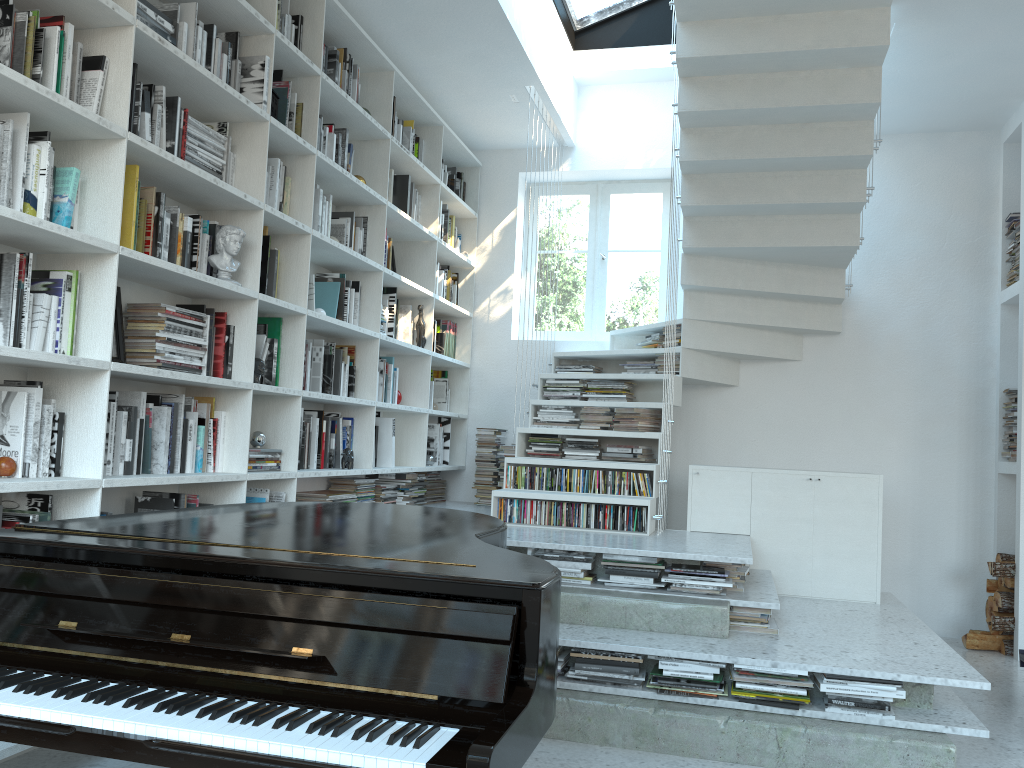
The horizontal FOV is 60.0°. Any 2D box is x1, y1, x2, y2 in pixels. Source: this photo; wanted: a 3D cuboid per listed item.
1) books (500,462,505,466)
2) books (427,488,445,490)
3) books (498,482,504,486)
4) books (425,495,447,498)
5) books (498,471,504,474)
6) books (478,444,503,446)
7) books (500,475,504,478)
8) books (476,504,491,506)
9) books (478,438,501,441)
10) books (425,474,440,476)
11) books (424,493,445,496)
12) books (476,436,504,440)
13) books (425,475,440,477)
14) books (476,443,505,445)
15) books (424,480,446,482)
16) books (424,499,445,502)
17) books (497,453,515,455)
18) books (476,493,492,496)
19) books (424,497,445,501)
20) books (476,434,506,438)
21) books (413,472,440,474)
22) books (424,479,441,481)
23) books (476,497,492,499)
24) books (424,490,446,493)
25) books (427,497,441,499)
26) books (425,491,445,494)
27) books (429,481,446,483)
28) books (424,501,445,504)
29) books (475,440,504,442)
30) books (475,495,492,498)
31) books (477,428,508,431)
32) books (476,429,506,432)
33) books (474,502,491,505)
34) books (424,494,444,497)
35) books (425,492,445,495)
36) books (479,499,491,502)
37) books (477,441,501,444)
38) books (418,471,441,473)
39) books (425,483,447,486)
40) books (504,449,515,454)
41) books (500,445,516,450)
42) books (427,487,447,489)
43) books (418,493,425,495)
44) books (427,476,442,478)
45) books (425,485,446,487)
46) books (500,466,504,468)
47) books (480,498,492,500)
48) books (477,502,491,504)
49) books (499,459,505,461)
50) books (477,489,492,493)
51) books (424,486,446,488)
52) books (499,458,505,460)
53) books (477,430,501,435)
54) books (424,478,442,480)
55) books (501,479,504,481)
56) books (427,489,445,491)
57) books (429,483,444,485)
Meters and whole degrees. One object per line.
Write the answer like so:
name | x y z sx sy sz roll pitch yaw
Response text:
books | 0.025 0.557 6.128 0.178 0.029 0.228 2 -4 10
books | -0.620 0.725 6.171 0.207 0.008 0.328 1 -4 18
books | 0.027 0.692 6.109 0.188 0.027 0.254 2 -4 15
books | -0.619 0.777 6.167 0.205 0.007 0.368 1 -4 20
books | 0.030 0.613 6.123 0.173 0.014 0.290 2 -4 16
books | -0.151 0.424 6.188 0.137 0.006 0.233 2 -4 10
books | 0.033 0.641 6.121 0.170 0.017 0.286 2 -4 14
books | -0.138 0.838 6.198 0.147 0.008 0.290 2 -4 16
books | -0.158 0.388 6.192 0.121 0.011 0.215 2 -4 10
books | -0.618 0.627 6.175 0.161 0.009 0.254 2 -4 14
books | -0.624 0.762 6.170 0.207 0.008 0.328 1 -4 22
books | -0.152 0.376 6.191 0.150 0.014 0.206 2 -4 15
books | -0.621 0.636 6.176 0.159 0.009 0.285 2 -4 15
books | -0.149 0.417 6.187 0.160 0.008 0.193 2 -4 15
books | -0.612 0.672 6.173 0.207 0.008 0.328 1 -4 19
books | -0.618 0.801 6.164 0.207 0.008 0.328 1 -4 19
books | 0.029 0.487 6.132 0.177 0.012 0.278 1 -4 18
books | -0.145 0.768 6.205 0.159 0.015 0.254 2 -4 12
books | -0.623 0.794 6.167 0.207 0.008 0.328 1 -4 18
books | -0.147 0.362 6.191 0.155 0.014 0.235 2 -4 16
books | -0.620 0.618 6.177 0.159 0.009 0.285 2 -4 15
books | -0.615 0.663 6.172 0.161 0.009 0.254 1 -4 18
books | -0.134 0.793 6.200 0.189 0.006 0.249 2 -4 10
books | -0.618 0.740 6.169 0.205 0.007 0.368 1 -4 18
books | -0.631 0.785 6.170 0.207 0.008 0.328 2 -4 15
books | -0.618 0.747 6.169 0.207 0.008 0.328 1 -4 18
books | -0.623 0.679 6.176 0.207 0.008 0.328 1 -4 23
books | -0.624 0.816 6.165 0.205 0.007 0.368 1 -4 18
books | -0.156 0.398 6.191 0.144 0.009 0.227 2 -4 15
books | -0.142 0.781 6.203 0.165 0.010 0.286 2 -4 15
books | -0.139 0.316 6.192 0.152 0.006 0.231 1 -4 19
books | -0.144 0.325 6.192 0.159 0.011 0.229 2 -4 14
books | -0.140 0.832 6.199 0.186 0.004 0.265 2 -4 14
books | -0.622 0.770 6.168 0.207 0.008 0.328 1 -4 18
books | -0.624 0.755 6.170 0.205 0.007 0.368 2 -4 17
books | -0.136 0.812 6.200 0.138 0.017 0.237 2 -4 12
books | -0.160 0.407 6.191 0.131 0.011 0.183 2 -4 13
books | -0.615 0.609 6.176 0.161 0.009 0.254 2 -4 17
books | -0.615 0.695 6.172 0.205 0.007 0.368 1 -4 18
books | 0.041 0.469 6.130 0.157 0.025 0.234 2 -4 11
books | 0.038 0.443 6.133 0.161 0.026 0.267 1 -4 19
books | -0.622 0.717 6.173 0.205 0.007 0.368 1 -4 22
books | -0.724 0.719 5.782 0.201 0.009 0.360 2 -4 14
books | -0.613 0.645 6.173 0.161 0.009 0.254 1 -4 18
books | -0.613 0.702 6.171 0.207 0.008 0.328 1 -4 19
books | 0.025 0.577 6.127 0.183 0.012 0.206 2 -4 11
books | -0.133 0.800 6.200 0.133 0.007 0.225 2 -4 12
books | -0.135 0.825 6.198 0.142 0.010 0.298 2 -4 14
books | 0.031 0.529 6.129 0.184 0.008 0.251 2 -4 16
books | -0.141 0.747 6.205 0.160 0.027 0.185 2 -4 17
books | -0.616 0.710 6.171 0.207 0.008 0.328 1 -4 20
books | 0.031 0.522 6.129 0.189 0.006 0.249 2 -4 15
books | -0.158 0.342 6.195 0.123 0.025 0.232 2 -4 12
books | -0.615 0.654 6.173 0.159 0.009 0.285 1 -4 18
books | 0.032 0.666 6.119 0.168 0.014 0.212 2 -4 16
books | -0.620 0.732 6.171 0.207 0.008 0.328 1 -4 21
books | -0.621 0.687 6.175 0.207 0.008 0.328 2 -4 17
